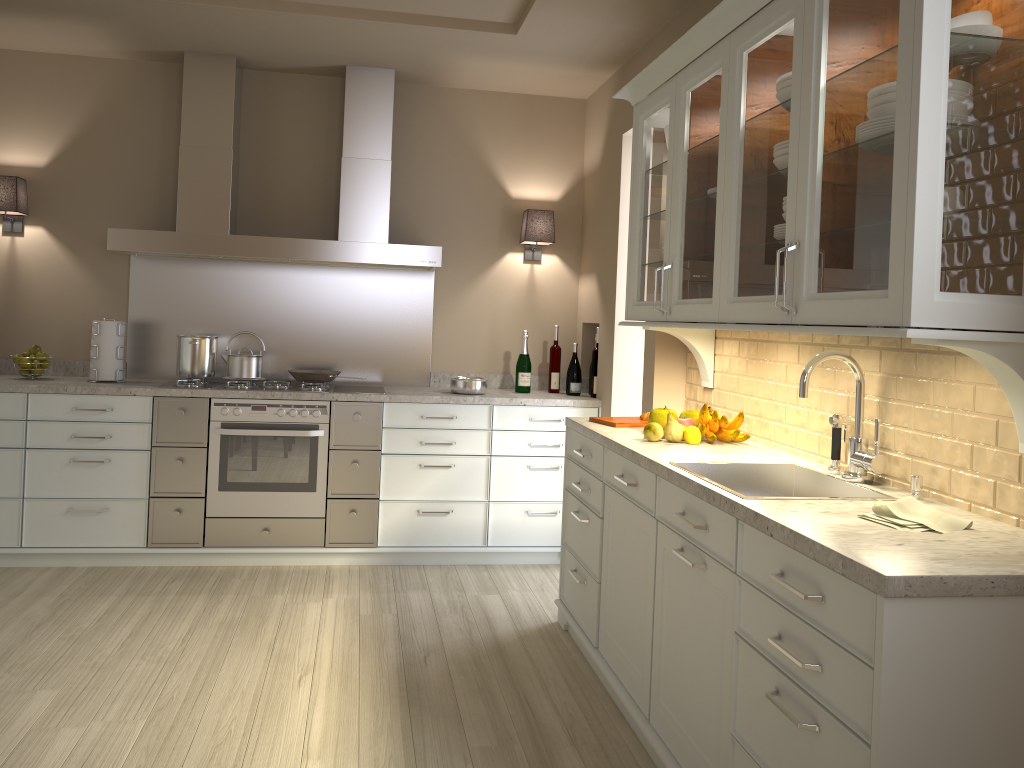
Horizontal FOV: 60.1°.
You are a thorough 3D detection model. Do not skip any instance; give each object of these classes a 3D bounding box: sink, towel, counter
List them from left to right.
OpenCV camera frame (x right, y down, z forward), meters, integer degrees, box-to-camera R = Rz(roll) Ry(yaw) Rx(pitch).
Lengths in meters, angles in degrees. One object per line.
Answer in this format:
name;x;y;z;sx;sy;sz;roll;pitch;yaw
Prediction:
counter;-1.164;-0.009;4.396;3.842;0.114;0.580;2;4;-10
counter;0.656;0.241;2.514;0.522;0.035;2.204;2;4;-10
sink;0.653;0.447;2.240;0.380;0.415;0.486;2;2;-10
towel;0.815;0.265;1.786;0.171;0.050;0.164;1;4;-24

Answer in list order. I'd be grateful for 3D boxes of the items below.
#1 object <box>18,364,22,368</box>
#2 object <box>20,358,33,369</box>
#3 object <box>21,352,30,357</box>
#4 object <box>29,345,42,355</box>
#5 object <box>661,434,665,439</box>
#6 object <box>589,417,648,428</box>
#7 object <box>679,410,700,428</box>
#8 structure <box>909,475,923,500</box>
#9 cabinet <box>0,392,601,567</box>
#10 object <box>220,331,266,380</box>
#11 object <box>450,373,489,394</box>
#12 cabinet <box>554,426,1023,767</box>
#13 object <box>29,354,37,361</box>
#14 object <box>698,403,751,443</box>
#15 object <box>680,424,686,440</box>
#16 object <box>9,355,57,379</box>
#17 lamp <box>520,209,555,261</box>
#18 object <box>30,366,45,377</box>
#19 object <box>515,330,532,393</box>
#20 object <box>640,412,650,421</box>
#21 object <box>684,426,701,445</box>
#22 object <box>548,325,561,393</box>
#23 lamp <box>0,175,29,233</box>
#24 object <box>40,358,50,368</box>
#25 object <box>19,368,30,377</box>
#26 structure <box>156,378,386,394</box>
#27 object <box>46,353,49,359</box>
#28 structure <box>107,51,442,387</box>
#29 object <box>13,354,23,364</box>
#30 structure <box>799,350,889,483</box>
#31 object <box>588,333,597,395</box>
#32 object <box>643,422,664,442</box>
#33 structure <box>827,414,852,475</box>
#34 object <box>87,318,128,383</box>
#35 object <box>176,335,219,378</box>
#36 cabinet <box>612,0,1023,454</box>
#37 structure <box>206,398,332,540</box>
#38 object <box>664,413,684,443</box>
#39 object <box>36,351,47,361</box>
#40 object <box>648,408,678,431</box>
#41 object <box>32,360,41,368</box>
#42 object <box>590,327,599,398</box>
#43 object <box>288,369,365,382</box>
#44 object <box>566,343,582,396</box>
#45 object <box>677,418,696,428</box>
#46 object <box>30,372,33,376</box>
object;-2.352;-0.100;4.263;0.053;0.055;0.054;4;3;45
object;-2.303;-0.098;4.197;0.058;0.058;0.058;1;3;-43
object;-2.335;-0.132;4.243;0.044;0.043;0.040;3;2;5
object;-2.295;-0.161;4.256;0.055;0.056;0.055;2;2;-10
object;0.511;0.176;3.018;0.041;0.013;0.147;4;4;19
object;0.498;0.147;3.405;0.350;0.020;0.201;1;4;-25
object;0.635;0.137;3.096;0.106;0.090;0.104;5;3;44
structure;0.946;0.242;2.068;0.029;0.056;0.029;2;1;-45
cabinet;-1.192;0.432;4.404;3.204;0.794;0.644;2;2;-10
object;-1.331;-0.145;4.412;0.209;0.237;0.209;3;2;24
object;-0.172;-0.003;4.535;0.198;0.090;0.370;4;4;32
cabinet;0.682;0.646;2.509;0.637;0.792;2.225;2;4;-10
object;-2.286;-0.123;4.228;0.040;0.038;0.040;1;3;-39
object;0.673;0.126;2.943;0.181;0.136;0.197;1;3;-28
object;0.556;0.162;2.953;0.066;0.055;0.055;5;3;43
object;-2.303;-0.079;4.248;0.206;0.109;0.206;5;4;35
lamp;0.135;-0.806;4.793;0.169;0.258;0.192;2;1;-10
object;-2.275;-0.063;4.241;0.059;0.056;0.061;4;3;35
object;0.063;-0.119;4.660;0.083;0.331;0.083;2;0;19
object;0.533;0.126;3.375;0.099;0.037;0.044;4;3;20
object;0.587;0.168;2.877;0.056;0.066;0.053;2;1;-3
object;0.231;-0.134;4.733;0.062;0.366;0.062;2;0;24
lamp;-2.483;-0.884;4.344;0.169;0.258;0.192;2;1;-10
object;-2.244;-0.100;4.245;0.047;0.045;0.047;2;2;-6
object;-2.330;-0.059;4.227;0.048;0.048;0.048;2;2;1
structure;-1.154;0.002;4.339;1.048;0.031;0.399;2;4;-10
object;-2.269;-0.126;4.281;0.050;0.054;0.055;1;2;-40
structure;-1.141;-0.806;4.446;1.558;1.679;0.447;2;0;-10
object;-2.345;-0.117;4.201;0.047;0.048;0.047;4;3;43
structure;0.834;0.083;2.257;0.211;0.337;0.142;2;0;0
object;0.455;-0.106;4.715;0.083;0.331;0.083;2;0;19
object;0.466;0.157;2.913;0.066;0.063;0.094;3;3;9
structure;0.884;0.163;2.393;0.056;0.162;0.043;2;0;-10
object;-1.949;-0.164;4.262;0.168;0.304;0.163;2;1;-26
object;-1.562;-0.137;4.380;0.201;0.207;0.201;4;2;38
cabinet;0.731;-0.485;2.542;0.411;1.112;1.933;2;3;-10
structure;-1.178;0.373;4.372;0.540;0.696;0.580;2;2;-10
object;0.532;0.144;2.899;0.064;0.097;0.064;2;1;-14
object;-2.247;-0.133;4.220;0.047;0.045;0.047;2;2;-9
object;0.533;0.131;3.122;0.104;0.090;0.106;2;2;-4
object;-2.262;-0.095;4.205;0.039;0.040;0.040;2;2;-18
object;0.440;-0.111;4.534;0.062;0.366;0.062;2;0;24
object;-0.944;-0.032;4.408;0.264;0.051;0.425;-1;5;-42
object;0.326;-0.078;4.620;0.084;0.277;0.083;2;0;11
object;0.587;0.151;3.013;0.081;0.070;0.085;1;3;-40
object;-2.312;-0.057;4.277;0.038;0.038;0.039;2;2;-6
